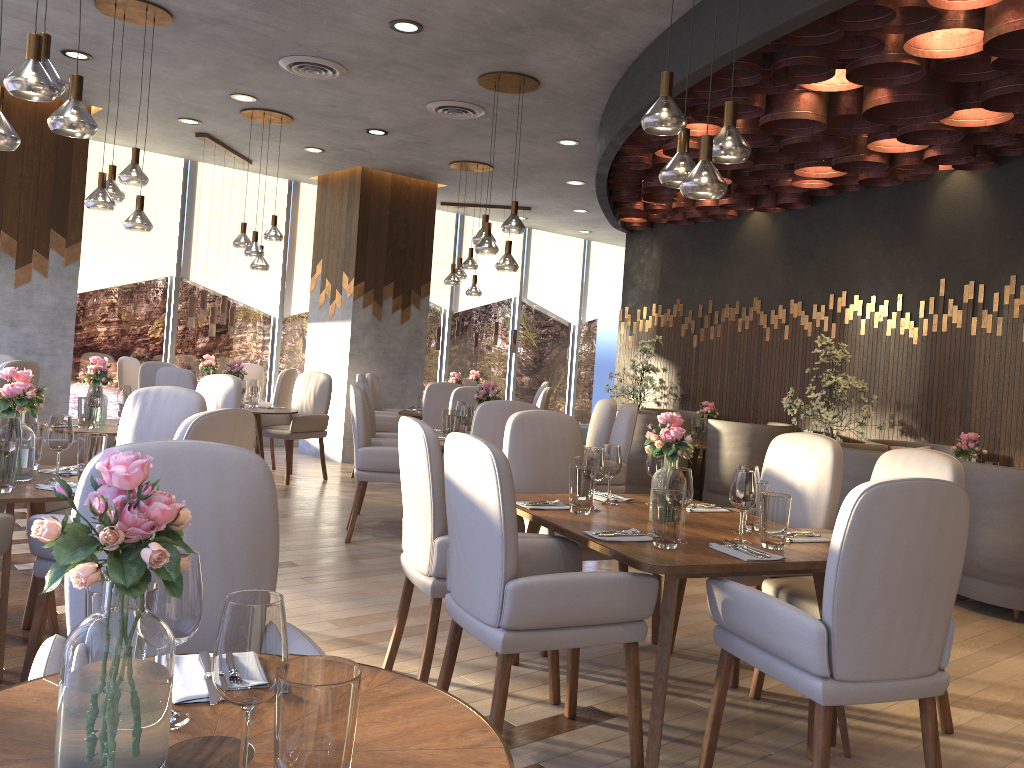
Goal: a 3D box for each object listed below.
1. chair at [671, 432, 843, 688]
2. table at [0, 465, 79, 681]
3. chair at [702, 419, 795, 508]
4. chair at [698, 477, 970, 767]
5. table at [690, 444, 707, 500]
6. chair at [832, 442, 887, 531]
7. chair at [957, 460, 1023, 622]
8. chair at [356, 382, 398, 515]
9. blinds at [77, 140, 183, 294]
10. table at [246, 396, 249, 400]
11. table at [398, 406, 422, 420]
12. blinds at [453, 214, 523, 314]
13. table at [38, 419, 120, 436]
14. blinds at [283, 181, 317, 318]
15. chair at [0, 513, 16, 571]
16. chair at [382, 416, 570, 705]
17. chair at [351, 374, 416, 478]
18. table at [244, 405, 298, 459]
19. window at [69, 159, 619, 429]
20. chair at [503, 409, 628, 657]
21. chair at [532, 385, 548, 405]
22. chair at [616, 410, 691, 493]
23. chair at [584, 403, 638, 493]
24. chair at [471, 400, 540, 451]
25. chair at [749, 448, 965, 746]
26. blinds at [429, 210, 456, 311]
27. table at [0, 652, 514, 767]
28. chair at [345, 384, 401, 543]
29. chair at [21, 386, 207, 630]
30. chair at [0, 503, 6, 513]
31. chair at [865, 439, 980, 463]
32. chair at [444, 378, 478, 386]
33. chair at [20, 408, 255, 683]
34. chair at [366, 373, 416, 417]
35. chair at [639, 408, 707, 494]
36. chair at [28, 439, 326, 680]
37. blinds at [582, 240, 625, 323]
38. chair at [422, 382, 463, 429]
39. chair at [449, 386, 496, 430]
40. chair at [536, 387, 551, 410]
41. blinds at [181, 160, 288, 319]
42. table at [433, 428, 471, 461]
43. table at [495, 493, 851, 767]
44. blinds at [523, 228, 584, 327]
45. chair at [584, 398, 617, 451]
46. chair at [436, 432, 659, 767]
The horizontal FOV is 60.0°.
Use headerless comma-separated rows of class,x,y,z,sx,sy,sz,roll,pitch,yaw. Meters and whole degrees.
chair,1.059,0.704,3.827,0.599,1.000,0.529,4,0,-28
table,-1.860,0.681,3.255,0.833,0.662,0.835,3,1,-41
chair,2.153,0.760,7.814,0.773,0.837,0.596,4,0,-26
chair,0.924,0.727,2.553,0.528,1.000,0.600,4,0,-21
table,1.834,0.859,8.468,0.835,0.562,0.833,5,1,42
chair,2.234,0.820,5.631,0.595,0.837,0.774,4,0,-1
chair,2.932,0.885,5.016,0.774,0.837,0.595,4,0,-6
chair,-0.868,0.502,6.452,0.599,1.000,0.528,4,0,-4
blinds,-4.100,-2.192,9.410,1.172,2.681,0.007,4,0,-40
table,-3.133,0.445,9.045,0.833,0.662,0.834,4,1,-20
table,-0.621,0.620,9.046,0.964,0.666,1.307,4,1,0
blinds,-0.273,-2.288,12.648,1.172,2.681,0.007,4,0,-40
table,-2.470,0.585,5.373,0.834,0.662,0.833,4,1,9
blinds,-2.203,-2.110,11.023,1.172,2.681,0.007,4,0,-40
chair,-1.952,0.521,2.713,0.528,1.000,0.599,4,0,12
chair,-0.145,0.633,3.303,0.599,1.000,0.528,4,0,-21
chair,-1.266,0.416,8.763,0.599,1.000,0.528,4,0,-2
table,-2.293,0.540,7.634,0.834,0.662,0.833,4,1,24
window,-2.654,-0.990,7.067,8.061,3.199,16.121,4,1,5
chair,0.234,0.640,4.075,0.528,1.000,0.600,4,0,-26
chair,0.044,0.494,9.313,0.599,1.000,0.528,4,0,-4
chair,1.215,0.684,8.207,0.595,0.837,0.775,4,0,-21
chair,0.519,0.610,6.039,0.599,1.000,0.528,4,0,-4
chair,-0.063,0.585,5.423,0.528,1.000,0.600,4,0,-4
chair,1.302,0.734,3.312,0.599,1.000,0.528,4,0,-21
blinds,-1.221,-2.357,11.842,1.172,2.681,0.007,4,0,-40
table,-0.435,0.833,1.201,0.833,0.662,0.835,3,1,-38
chair,-0.807,0.521,5.890,0.599,1.000,0.528,4,0,-9
chair,-1.676,0.512,3.840,0.528,1.000,0.599,4,0,13
chair,-2.369,0.474,3.423,0.600,1.000,0.528,4,0,16
chair,2.819,0.844,6.339,0.774,0.837,0.595,4,0,-11
chair,-0.609,0.434,9.862,0.528,1.000,0.600,4,0,-2
chair,-1.263,0.560,3.079,0.600,1.000,0.528,4,0,15
chair,-1.257,0.402,9.328,0.600,1.000,0.528,4,0,3
chair,1.572,0.687,9.065,0.773,0.837,0.596,4,0,-31
chair,-0.642,0.638,1.709,0.528,1.000,0.600,4,0,-26
blinds,1.630,-2.262,14.263,1.172,2.681,0.007,4,0,-40
chair,-0.598,0.477,8.207,0.528,1.000,0.599,4,0,3
chair,-0.290,0.527,7.077,0.528,1.000,0.600,4,0,-10
chair,0.056,0.509,8.744,0.600,1.000,0.528,4,0,3
blinds,-3.152,-2.138,10.216,1.172,2.681,0.007,4,0,-40
table,-0.197,0.720,6.252,0.964,0.666,1.307,4,1,-7
table,0.550,0.847,3.311,0.964,0.666,1.308,4,1,-24
blinds,0.676,-2.242,13.455,1.172,2.681,0.007,4,0,-40
chair,0.435,0.590,6.602,0.599,1.000,0.528,4,0,-11
chair,0.077,0.661,2.783,0.599,1.000,0.528,4,0,-26
